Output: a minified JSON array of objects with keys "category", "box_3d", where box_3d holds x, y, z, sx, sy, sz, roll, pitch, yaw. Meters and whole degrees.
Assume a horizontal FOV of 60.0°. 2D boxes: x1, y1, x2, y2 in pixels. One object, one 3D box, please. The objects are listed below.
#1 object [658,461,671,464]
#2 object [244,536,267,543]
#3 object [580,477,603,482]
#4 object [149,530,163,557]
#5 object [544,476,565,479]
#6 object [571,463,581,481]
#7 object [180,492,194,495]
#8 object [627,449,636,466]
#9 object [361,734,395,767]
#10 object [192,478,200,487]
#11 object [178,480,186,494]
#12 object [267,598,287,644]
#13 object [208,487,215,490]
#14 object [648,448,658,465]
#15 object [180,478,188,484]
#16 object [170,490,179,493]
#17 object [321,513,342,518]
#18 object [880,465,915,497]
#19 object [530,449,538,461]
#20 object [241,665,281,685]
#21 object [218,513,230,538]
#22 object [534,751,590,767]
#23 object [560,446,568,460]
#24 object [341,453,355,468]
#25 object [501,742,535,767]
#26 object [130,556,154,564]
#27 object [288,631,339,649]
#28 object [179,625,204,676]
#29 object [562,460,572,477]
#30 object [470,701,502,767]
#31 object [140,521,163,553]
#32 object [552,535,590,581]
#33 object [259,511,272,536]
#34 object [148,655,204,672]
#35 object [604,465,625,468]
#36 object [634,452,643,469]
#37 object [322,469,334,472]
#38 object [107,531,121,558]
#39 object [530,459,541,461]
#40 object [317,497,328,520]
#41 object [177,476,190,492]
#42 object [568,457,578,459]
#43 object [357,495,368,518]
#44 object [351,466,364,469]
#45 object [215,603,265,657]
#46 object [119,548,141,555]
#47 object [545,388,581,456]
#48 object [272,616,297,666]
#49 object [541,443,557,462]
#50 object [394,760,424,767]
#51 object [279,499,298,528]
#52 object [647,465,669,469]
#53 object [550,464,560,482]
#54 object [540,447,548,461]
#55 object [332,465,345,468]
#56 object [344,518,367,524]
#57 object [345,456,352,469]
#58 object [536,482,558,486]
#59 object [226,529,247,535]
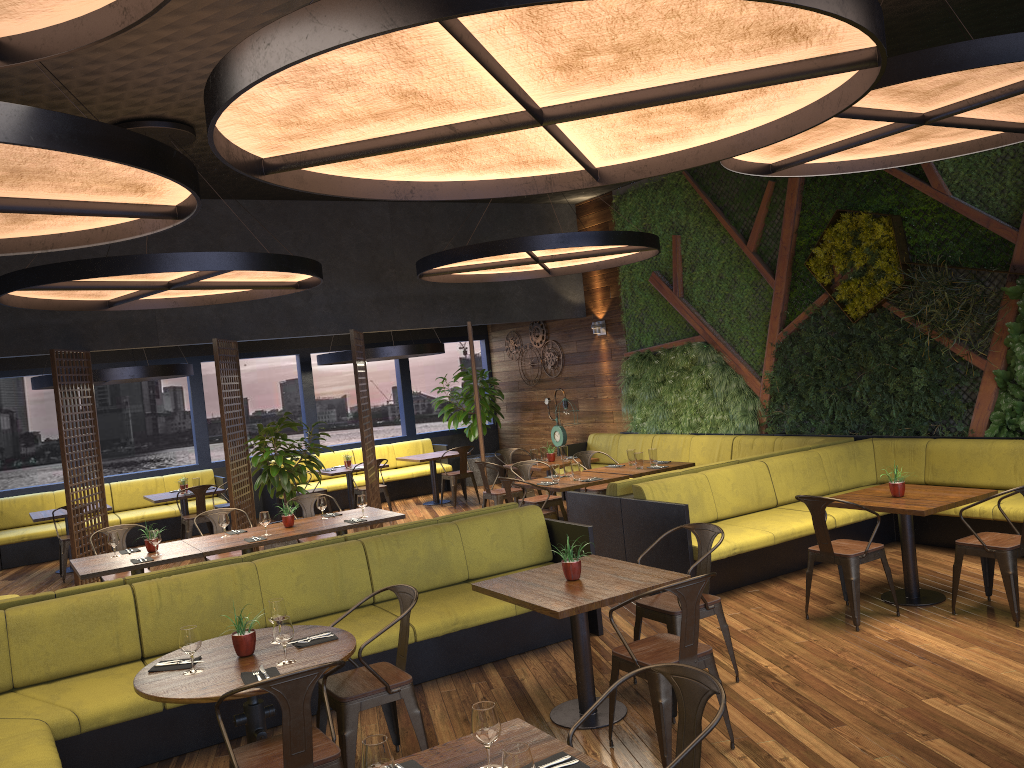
[{"category":"object","box_3d":[1.703,0.885,10.083,0.157,0.019,0.255,-6,1,-32]},{"category":"object","box_3d":[-2.205,1.324,7.602,0.157,0.019,0.255,-6,1,-31]},{"category":"object","box_3d":[0.807,0.991,9.191,0.255,0.019,0.157,-6,1,-32]},{"category":"object","box_3d":[-2.933,1.308,7.294,0.097,0.206,0.097,-6,1,14]},{"category":"object","box_3d":[0.479,1.015,9.718,0.157,0.019,0.255,-6,1,-32]},{"category":"object","box_3d":[0.673,0.922,9.298,0.102,0.178,0.102,-6,1,4]},{"category":"object","box_3d":[-4.310,1.464,11.848,0.255,0.019,0.157,-6,1,-32]},{"category":"object","box_3d":[1.368,0.838,10.120,0.102,0.178,0.102,-5,1,44]},{"category":"object","box_3d":[-0.385,1.129,2.561,0.097,0.206,0.097,-7,1,-40]},{"category":"object","box_3d":[-4.320,1.380,12.144,0.102,0.178,0.102,-5,1,44]},{"category":"object","box_3d":[-4.444,1.395,11.956,0.102,0.178,0.102,-5,1,44]},{"category":"object","box_3d":[-1.165,1.177,4.412,0.097,0.206,0.097,-6,1,7]},{"category":"object","box_3d":[-4.204,1.446,12.271,0.157,0.019,0.255,-6,1,-32]},{"category":"object","box_3d":[1.587,0.819,9.956,0.102,0.178,0.102,-5,1,44]},{"category":"object","box_3d":[-4.542,1.399,12.301,0.102,0.178,0.102,-5,1,44]},{"category":"object","box_3d":[-4.660,1.490,12.411,0.255,0.019,0.157,-6,1,-32]},{"category":"object","box_3d":[-1.732,1.261,8.552,0.157,0.019,0.255,-6,1,-31]},{"category":"object","box_3d":[2.844,0.701,6.587,0.260,0.271,0.238,-6,1,8]},{"category":"object","box_3d":[0.286,0.927,11.368,0.102,0.178,0.102,-5,1,44]},{"category":"object","box_3d":[-1.103,1.274,3.891,0.157,0.019,0.255,-6,1,-25]},{"category":"object","box_3d":[-2.568,1.261,7.914,0.097,0.206,0.097,-6,1,14]},{"category":"object","box_3d":[0.097,1.173,2.687,0.255,0.019,0.157,-6,1,-31]},{"category":"object","box_3d":[0.669,0.888,11.393,0.102,0.178,0.102,-6,1,4]},{"category":"object","box_3d":[-2.483,1.128,13.353,0.238,0.271,0.260,-6,1,-10]},{"category":"object","box_3d":[0.021,1.090,2.413,0.097,0.206,0.097,-7,1,-40]},{"category":"object","box_3d":[-2.978,1.410,7.130,0.157,0.019,0.255,-6,1,-31]},{"category":"object","box_3d":[-0.993,1.255,4.353,0.255,0.019,0.157,-6,1,-29]},{"category":"object","box_3d":[-1.465,1.213,4.050,0.097,0.206,0.097,-6,1,10]},{"category":"object","box_3d":[0.608,0.923,9.657,0.102,0.178,0.102,-5,1,44]},{"category":"object","box_3d":[-0.078,1.095,2.740,0.097,0.206,0.097,-6,1,-31]},{"category":"object","box_3d":[-3.052,1.282,7.475,0.238,0.271,0.260,-6,1,-10]},{"category":"object","box_3d":[0.344,0.979,5.049,0.260,0.271,0.238,-6,1,4]},{"category":"object","box_3d":[-2.161,1.223,7.766,0.097,0.206,0.097,-6,1,14]},{"category":"object","box_3d":[-1.567,1.316,4.185,0.255,0.019,0.157,-6,1,1]},{"category":"object","box_3d":[1.192,0.936,10.153,0.157,0.019,0.255,-6,1,-32]},{"category":"object","box_3d":[1.395,0.842,9.739,0.102,0.178,0.102,-6,1,4]},{"category":"object","box_3d":[-2.732,1.281,13.227,0.157,0.019,0.255,-6,1,-32]},{"category":"object","box_3d":[-3.340,1.347,7.443,0.097,0.206,0.097,-6,1,14]},{"category":"object","box_3d":[0.301,1.001,11.650,0.255,0.019,0.157,-6,1,-32]},{"category":"object","box_3d":[-1.795,1.175,8.385,0.097,0.206,0.097,-6,1,14]},{"category":"object","box_3d":[-4.488,1.350,12.135,0.238,0.271,0.260,-6,1,-10]},{"category":"object","box_3d":[0.785,0.954,11.521,0.157,0.019,0.255,-6,1,-32]},{"category":"object","box_3d":[-1.389,1.137,8.237,0.097,0.206,0.097,-6,1,14]},{"category":"object","box_3d":[-2.287,1.239,13.081,0.255,0.019,0.157,-6,1,-32]},{"category":"object","box_3d":[-1.289,1.157,4.218,0.238,0.271,0.260,-6,1,-10]},{"category":"object","box_3d":[-3.277,1.432,7.610,0.157,0.019,0.255,-6,1,-31]},{"category":"object","box_3d":[0.842,0.871,14.232,0.459,1.615,0.848,-6,1,-31]},{"category":"object","box_3d":[-1.040,1.171,4.048,0.097,0.206,0.097,-6,1,-6]},{"category":"object","box_3d":[0.490,0.860,11.359,0.238,0.271,0.260,-6,1,-10]},{"category":"object","box_3d":[-0.322,1.214,2.728,0.157,0.019,0.255,-6,1,-31]},{"category":"object","box_3d":[-2.054,1.171,8.084,0.238,0.271,0.260,-6,1,-10]},{"category":"object","box_3d":[1.578,0.904,9.703,0.157,0.019,0.255,-6,1,-32]},{"category":"object","box_3d":[0.459,0.942,9.390,0.102,0.178,0.102,-5,1,44]},{"category":"object","box_3d":[0.419,0.911,11.540,0.102,0.178,0.102,-6,1,4]},{"category":"object","box_3d":[-2.636,1.265,13.644,0.255,0.019,0.157,-6,1,-32]},{"category":"object","box_3d":[-1.433,1.238,8.073,0.157,0.019,0.255,-6,1,-31]},{"category":"object","box_3d":[-2.421,1.171,13.188,0.102,0.178,0.102,-5,1,44]},{"category":"object","box_3d":[0.359,1.035,9.265,0.157,0.019,0.255,-6,1,-32]},{"category":"object","box_3d":[-2.504,1.346,8.081,0.157,0.019,0.255,-6,1,-31]}]
